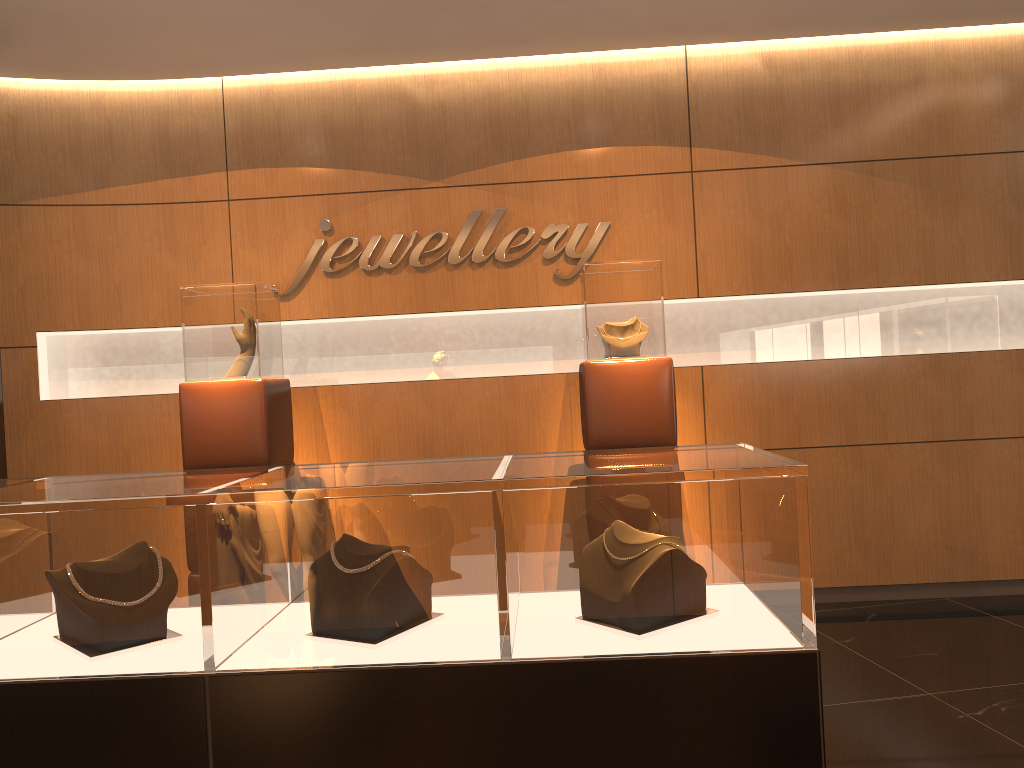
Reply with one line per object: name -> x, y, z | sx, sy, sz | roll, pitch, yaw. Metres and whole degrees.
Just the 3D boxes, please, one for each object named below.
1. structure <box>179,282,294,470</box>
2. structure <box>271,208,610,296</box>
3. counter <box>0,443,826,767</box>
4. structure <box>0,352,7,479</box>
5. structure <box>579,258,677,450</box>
structure -> -1.458, 0.479, 4.789 | 0.484, 2.000, 0.498 | -3, 0, 2
structure -> -0.435, -0.801, 5.287 | 2.050, 0.442, 0.034 | -3, 0, 2
counter -> -0.609, 0.811, 2.139 | 2.514, 1.173, 0.615 | -3, 0, 2
structure -> -2.897, -0.159, 4.407 | 0.613, 3.430, 0.613 | -3, 0, 7
structure -> 0.620, 0.355, 4.703 | 0.484, 1.968, 0.498 | -3, 0, 2
